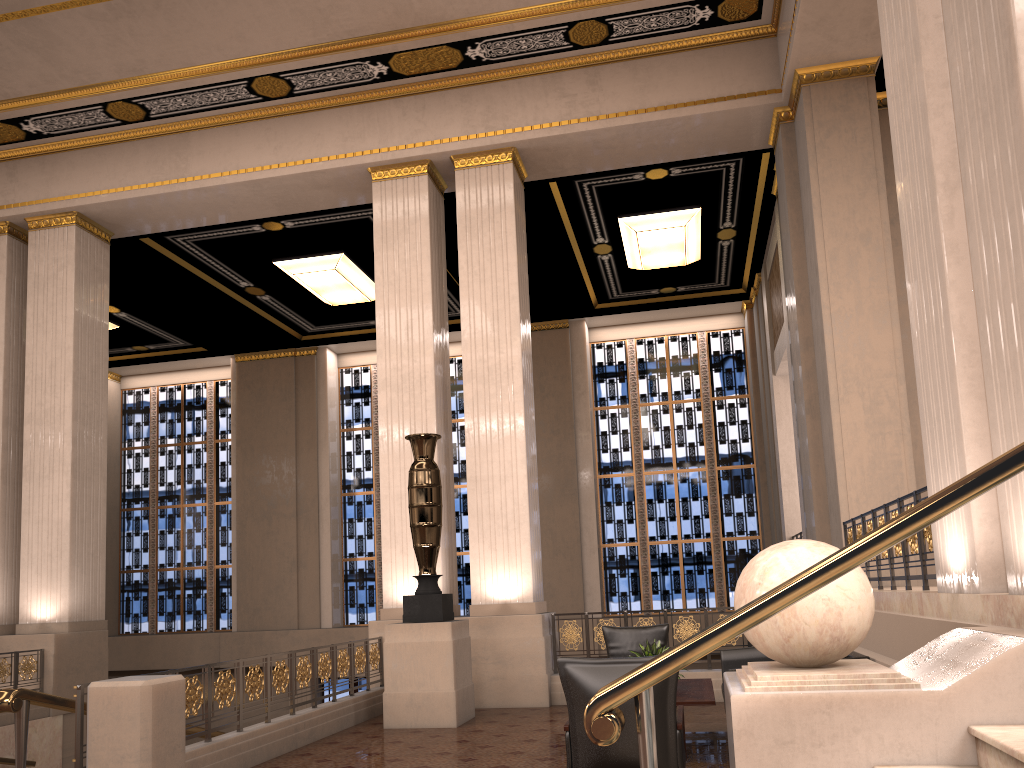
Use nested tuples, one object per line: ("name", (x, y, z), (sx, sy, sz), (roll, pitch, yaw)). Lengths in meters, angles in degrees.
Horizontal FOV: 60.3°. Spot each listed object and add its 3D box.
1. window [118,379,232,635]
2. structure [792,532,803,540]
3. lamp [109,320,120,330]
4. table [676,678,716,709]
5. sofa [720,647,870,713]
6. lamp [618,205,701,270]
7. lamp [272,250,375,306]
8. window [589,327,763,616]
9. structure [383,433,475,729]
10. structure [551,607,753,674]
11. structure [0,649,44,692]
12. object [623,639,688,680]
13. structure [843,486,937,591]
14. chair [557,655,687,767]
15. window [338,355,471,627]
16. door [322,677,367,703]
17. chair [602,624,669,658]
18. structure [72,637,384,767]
("window", (-7.045, 2.611, 18.846), (2.992, 5.282, 0.070), (-4, -7, 11))
("structure", (4.174, 2.462, 12.655), (0.031, 0.656, 2.193), (-4, -13, 11))
("lamp", (-8.085, -1.194, 15.556), (1.169, 0.211, 2.052), (-5, -14, 11))
("table", (1.075, 2.476, 6.507), (0.840, 0.428, 1.501), (-5, -13, 11))
("sofa", (1.969, 2.263, 6.347), (0.876, 0.695, 1.956), (-5, -13, 11))
("lamp", (2.294, -2.154, 13.473), (1.169, 0.211, 2.052), (-5, -14, 11))
("lamp", (-2.940, -1.670, 14.523), (1.169, 0.211, 2.052), (-5, -14, 11))
("window", (3.110, 1.671, 16.807), (2.992, 5.282, 0.070), (-4, -7, 11))
("structure", (-0.839, 1.883, 8.617), (0.701, 2.748, 0.709), (-4, -8, 11))
("structure", (1.686, 2.737, 9.435), (2.539, 0.645, 0.032), (-5, -8, 11))
("structure", (-6.058, 2.859, 8.047), (0.079, 0.528, 5.023), (-4, -13, 11))
("object", (1.041, 2.076, 6.547), (0.508, 0.370, 0.528), (-13, -16, 43))
("structure", (2.734, 1.181, 6.380), (0.032, 0.614, 3.759), (-4, -13, 11))
("chair", (0.629, 1.895, 4.843), (0.648, 0.831, 0.729), (-4, -10, 11))
("window", (-2.054, 2.149, 17.844), (2.992, 5.282, 0.070), (-4, -7, 11))
("door", (-3.008, 6.986, 16.992), (1.494, 2.685, 0.157), (-4, -7, 11))
("chair", (1.179, 2.679, 8.218), (0.648, 0.831, 0.729), (-4, -10, 6))
("structure", (-1.918, 2.476, 7.216), (0.079, 0.528, 5.024), (-4, -13, 10))
